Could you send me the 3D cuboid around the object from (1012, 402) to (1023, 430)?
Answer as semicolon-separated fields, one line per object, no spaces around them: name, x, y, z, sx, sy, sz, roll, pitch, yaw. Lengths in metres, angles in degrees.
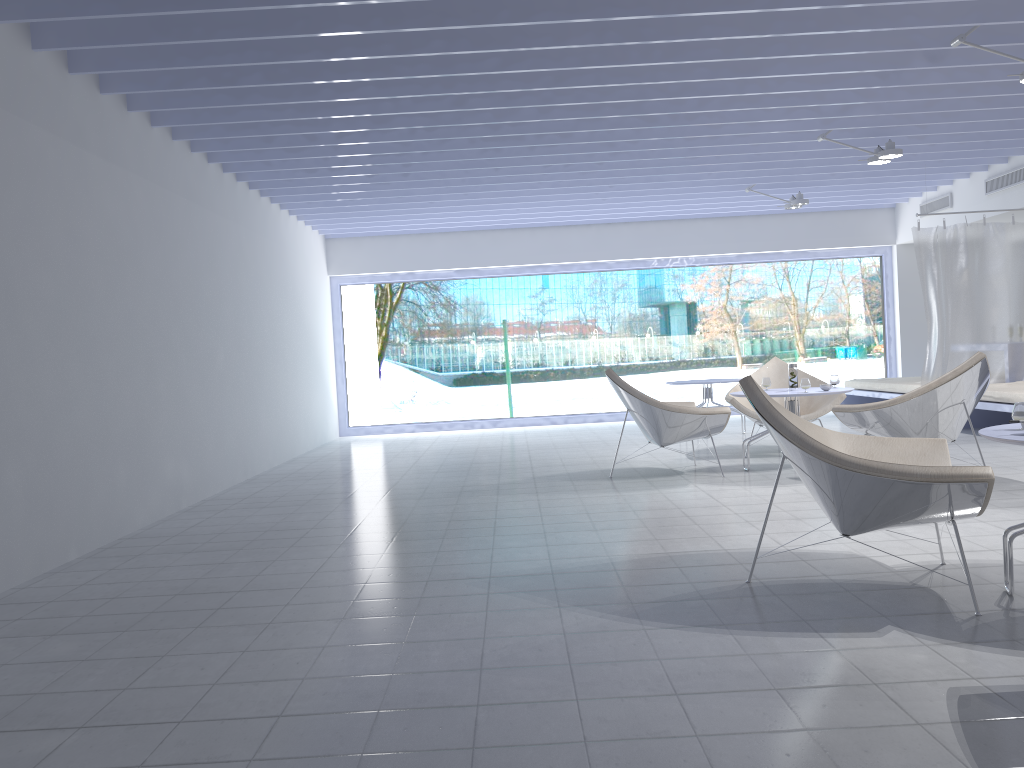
object;1.716;0.108;2.977;0.068;0.091;0.068;-3;2;-10

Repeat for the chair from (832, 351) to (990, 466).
chair;2.541;0.191;5.391;0.906;0.759;0.753;-4;2;-30

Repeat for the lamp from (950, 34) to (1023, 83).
lamp;2.665;-1.767;4.751;0.587;0.218;0.380;-3;2;0

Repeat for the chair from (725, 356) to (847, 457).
chair;2.174;0.160;7.142;0.906;0.759;0.753;-3;2;10

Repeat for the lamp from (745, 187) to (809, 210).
lamp;2.659;-1.891;8.948;0.587;0.218;0.380;-3;2;0

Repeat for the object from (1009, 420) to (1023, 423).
object;1.638;0.120;2.833;0.098;0.016;0.012;-3;2;0

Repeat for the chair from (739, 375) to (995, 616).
chair;1.196;0.331;3.134;0.753;0.759;0.906;-3;2;18

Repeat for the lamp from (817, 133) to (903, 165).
lamp;2.662;-1.828;6.839;0.587;0.218;0.380;-3;2;0

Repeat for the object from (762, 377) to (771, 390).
object;1.840;-0.001;6.412;0.068;0.091;0.068;-2;2;22

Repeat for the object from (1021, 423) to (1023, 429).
object;1.670;0.139;2.829;0.082;0.043;0.082;-3;2;2

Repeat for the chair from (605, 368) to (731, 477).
chair;1.031;0.250;6.202;0.753;0.759;0.906;-3;2;-5

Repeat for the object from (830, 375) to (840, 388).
object;2.256;-0.017;6.201;0.068;0.091;0.068;-3;2;-8

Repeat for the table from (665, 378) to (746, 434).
table;1.964;0.233;8.883;0.823;0.534;0.825;-5;2;-43

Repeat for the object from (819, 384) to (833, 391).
object;2.087;0.025;5.892;0.082;0.043;0.082;-4;2;-32

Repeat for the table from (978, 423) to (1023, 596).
table;1.953;0.413;2.810;0.825;0.534;0.823;-4;2;-23

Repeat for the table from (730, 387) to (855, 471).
table;1.950;0.314;6.160;0.825;0.534;0.823;-3;2;-9

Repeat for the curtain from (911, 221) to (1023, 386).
curtain;4.704;-0.736;8.127;2.050;1.552;0.151;-3;2;0

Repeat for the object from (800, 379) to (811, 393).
object;1.936;0.011;5.849;0.068;0.091;0.068;-2;2;28

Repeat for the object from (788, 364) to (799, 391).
object;1.956;-0.049;6.173;0.075;0.189;0.075;-3;2;-8

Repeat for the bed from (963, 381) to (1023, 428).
bed;4.804;0.185;7.045;2.016;0.427;2.200;-3;2;0

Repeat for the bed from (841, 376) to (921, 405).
bed;4.817;0.122;9.254;2.022;0.422;2.200;-3;2;0
